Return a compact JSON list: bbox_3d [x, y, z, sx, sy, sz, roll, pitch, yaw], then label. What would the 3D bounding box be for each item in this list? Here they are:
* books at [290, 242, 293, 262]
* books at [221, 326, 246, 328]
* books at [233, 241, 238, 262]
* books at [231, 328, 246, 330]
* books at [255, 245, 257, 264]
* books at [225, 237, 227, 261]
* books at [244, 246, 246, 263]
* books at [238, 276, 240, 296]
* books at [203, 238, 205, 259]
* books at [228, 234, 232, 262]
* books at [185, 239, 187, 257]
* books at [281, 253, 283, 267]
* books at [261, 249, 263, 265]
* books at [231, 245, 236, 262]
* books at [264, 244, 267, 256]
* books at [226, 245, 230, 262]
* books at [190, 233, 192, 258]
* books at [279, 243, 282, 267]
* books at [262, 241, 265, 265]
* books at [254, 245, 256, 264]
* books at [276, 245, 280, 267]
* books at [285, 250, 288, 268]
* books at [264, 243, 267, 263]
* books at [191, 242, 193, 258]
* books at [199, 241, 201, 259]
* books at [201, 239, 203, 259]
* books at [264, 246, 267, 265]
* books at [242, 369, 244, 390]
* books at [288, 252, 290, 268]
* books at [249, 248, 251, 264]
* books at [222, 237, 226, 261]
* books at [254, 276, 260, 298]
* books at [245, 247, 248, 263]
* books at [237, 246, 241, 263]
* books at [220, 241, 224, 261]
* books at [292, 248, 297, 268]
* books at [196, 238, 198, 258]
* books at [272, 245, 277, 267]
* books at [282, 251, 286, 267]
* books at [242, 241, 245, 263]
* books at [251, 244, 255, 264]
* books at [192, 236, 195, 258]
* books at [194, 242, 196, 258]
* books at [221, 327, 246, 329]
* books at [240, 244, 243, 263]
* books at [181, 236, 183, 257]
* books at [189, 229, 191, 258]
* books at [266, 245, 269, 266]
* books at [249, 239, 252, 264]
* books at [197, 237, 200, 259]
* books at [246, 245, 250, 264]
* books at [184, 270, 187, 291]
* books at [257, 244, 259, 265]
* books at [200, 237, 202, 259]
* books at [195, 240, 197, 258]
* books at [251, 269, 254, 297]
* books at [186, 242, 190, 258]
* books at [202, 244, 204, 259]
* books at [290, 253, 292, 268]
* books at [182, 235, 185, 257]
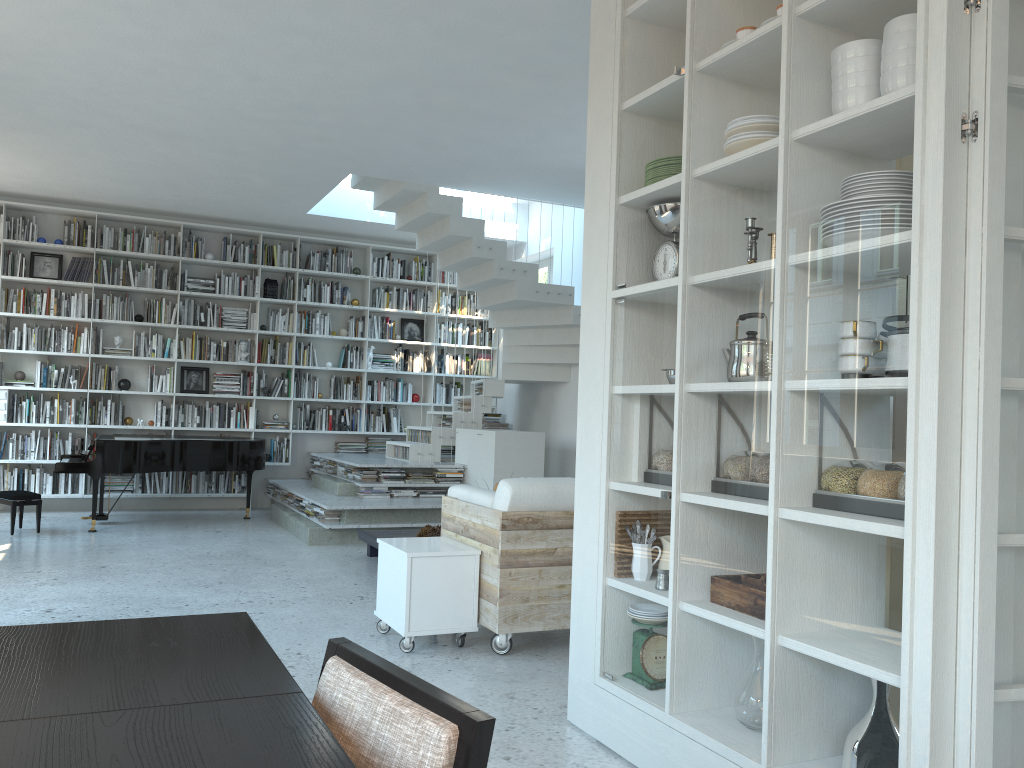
[{"bbox_3d":[-2.560,-1.474,10.277,0.012,0.329,0.128,3,-2,-25],"label":"books"},{"bbox_3d":[-3.138,-0.636,9.988,0.254,0.012,0.161,3,-2,-22],"label":"books"},{"bbox_3d":[-3.122,-1.474,10.011,0.028,0.270,0.140,3,-2,-25],"label":"books"},{"bbox_3d":[-3.141,-0.611,9.993,0.254,0.012,0.161,3,-2,-25],"label":"books"},{"bbox_3d":[-2.922,-1.448,10.092,0.014,0.238,0.153,3,-2,-25],"label":"books"},{"bbox_3d":[-3.216,-1.492,9.954,0.011,0.296,0.157,3,-2,-25],"label":"books"},{"bbox_3d":[-3.037,-1.443,10.030,0.012,0.217,0.179,3,-2,-25],"label":"books"},{"bbox_3d":[-3.099,-1.089,10.019,0.011,0.239,0.139,3,-2,-25],"label":"books"},{"bbox_3d":[-3.431,-1.483,9.852,0.011,0.256,0.143,3,-2,-25],"label":"books"},{"bbox_3d":[-3.173,-1.508,9.962,0.010,0.331,0.186,3,-2,-25],"label":"books"},{"bbox_3d":[-3.606,-1.478,9.781,0.023,0.228,0.157,3,-2,-25],"label":"books"},{"bbox_3d":[-2.660,-1.405,10.200,0.022,0.180,0.173,3,-2,-25],"label":"books"},{"bbox_3d":[-2.868,-1.427,10.131,0.016,0.204,0.143,3,-2,-25],"label":"books"},{"bbox_3d":[-3.151,-1.446,9.978,0.050,0.211,0.173,3,-2,-25],"label":"books"},{"bbox_3d":[-2.822,-1.454,10.129,0.006,0.259,0.166,3,-2,-25],"label":"books"},{"bbox_3d":[-3.203,-1.447,9.972,0.031,0.208,0.146,3,-2,-25],"label":"books"},{"bbox_3d":[-3.552,-1.509,9.802,0.010,0.296,0.153,3,-2,-25],"label":"books"},{"bbox_3d":[-2.674,-1.465,10.197,0.010,0.297,0.167,3,-2,-25],"label":"books"},{"bbox_3d":[-2.849,-1.474,10.121,0.007,0.298,0.181,3,-2,-25],"label":"books"},{"bbox_3d":[-2.938,-1.451,10.094,0.014,0.244,0.145,3,-2,-25],"label":"books"},{"bbox_3d":[-2.699,-1.454,10.204,0.030,0.274,0.151,3,-2,-25],"label":"books"},{"bbox_3d":[-2.612,-1.420,10.219,0.031,0.213,0.169,3,-2,-25],"label":"books"},{"bbox_3d":[-2.820,-1.463,10.143,0.007,0.279,0.150,3,-2,-25],"label":"books"},{"bbox_3d":[-3.549,-1.463,9.816,0.011,0.205,0.145,3,-2,-25],"label":"books"},{"bbox_3d":[-3.469,-1.467,9.834,0.016,0.219,0.144,3,-2,-25],"label":"books"},{"bbox_3d":[-3.458,-1.481,9.858,0.013,0.249,0.148,3,-2,-25],"label":"books"},{"bbox_3d":[-2.822,-1.444,10.113,0.007,0.239,0.191,3,-2,-25],"label":"books"},{"bbox_3d":[-3.053,-0.013,10.045,0.011,0.299,0.130,3,-2,-25],"label":"books"},{"bbox_3d":[-2.595,-1.413,10.249,0.025,0.203,0.162,3,-2,-25],"label":"books"},{"bbox_3d":[-2.989,-1.434,10.075,0.014,0.204,0.135,3,-2,-25],"label":"books"},{"bbox_3d":[-3.233,-1.491,9.937,0.014,0.292,0.176,3,-2,-25],"label":"books"},{"bbox_3d":[-2.898,-1.081,10.028,0.037,0.237,0.272,3,-2,-25],"label":"books"},{"bbox_3d":[-3.014,-1.435,10.022,0.023,0.202,0.193,3,-2,-25],"label":"books"},{"bbox_3d":[-3.087,-1.439,10.005,0.033,0.203,0.166,3,-2,-25],"label":"books"},{"bbox_3d":[-3.253,-1.468,9.947,0.012,0.245,0.151,3,-2,-25],"label":"books"},{"bbox_3d":[-2.529,-1.435,10.255,0.029,0.253,0.186,3,-2,-25],"label":"books"},{"bbox_3d":[-3.497,-1.482,9.832,0.014,0.248,0.139,3,-2,-25],"label":"books"},{"bbox_3d":[-2.729,-1.446,10.168,0.054,0.254,0.191,3,-2,-25],"label":"books"},{"bbox_3d":[-2.639,-1.415,10.211,0.024,0.201,0.180,3,-2,-25],"label":"books"},{"bbox_3d":[-3.041,-1.471,10.016,0.010,0.270,0.180,3,-2,-25],"label":"books"},{"bbox_3d":[-2.953,-1.452,10.076,0.028,0.244,0.161,3,-2,-25],"label":"books"},{"bbox_3d":[-3.527,-1.493,9.797,0.011,0.265,0.163,3,-2,-25],"label":"books"},{"bbox_3d":[-3.518,-1.457,9.815,0.023,0.195,0.172,3,-2,-25],"label":"books"},{"bbox_3d":[-3.137,-0.624,9.986,0.254,0.012,0.161,3,-2,-29],"label":"books"},{"bbox_3d":[-3.063,-1.454,10.022,0.023,0.236,0.154,3,-2,-25],"label":"books"},{"bbox_3d":[-3.645,-1.493,9.764,0.012,0.254,0.161,3,-2,-25],"label":"books"},{"bbox_3d":[-3.564,-1.532,9.802,0.014,0.341,0.145,3,-2,-25],"label":"books"},{"bbox_3d":[-2.798,-1.453,10.142,0.034,0.261,0.157,3,-2,-25],"label":"books"},{"bbox_3d":[-2.973,-1.485,10.076,0.012,0.308,0.138,3,-2,-25],"label":"books"},{"bbox_3d":[-3.482,-1.490,9.832,0.013,0.264,0.147,3,-2,-25],"label":"books"},{"bbox_3d":[-3.010,-1.449,10.072,0.026,0.233,0.137,3,-2,-25],"label":"books"},{"bbox_3d":[-3.595,-1.122,9.754,0.021,0.249,0.191,3,-2,-25],"label":"books"},{"bbox_3d":[-2.908,-1.456,10.106,0.022,0.257,0.136,3,-2,-25],"label":"books"},{"bbox_3d":[-3.458,-1.484,9.837,0.005,0.255,0.168,3,-2,-25],"label":"books"},{"bbox_3d":[-3.512,-1.475,9.840,0.006,0.233,0.136,3,-2,-25],"label":"books"},{"bbox_3d":[-2.954,-1.130,10.073,0.012,0.334,0.155,3,-2,-25],"label":"books"},{"bbox_3d":[-3.579,-1.460,9.780,0.026,0.194,0.166,3,-2,-25],"label":"books"},{"bbox_3d":[-3.444,-1.449,9.853,0.010,0.186,0.152,3,-2,-25],"label":"books"},{"bbox_3d":[-2.571,-1.407,10.252,0.022,0.194,0.182,3,-2,-25],"label":"books"},{"bbox_3d":[-3.620,-1.492,9.754,0.026,0.253,0.185,3,-2,-25],"label":"books"}]
